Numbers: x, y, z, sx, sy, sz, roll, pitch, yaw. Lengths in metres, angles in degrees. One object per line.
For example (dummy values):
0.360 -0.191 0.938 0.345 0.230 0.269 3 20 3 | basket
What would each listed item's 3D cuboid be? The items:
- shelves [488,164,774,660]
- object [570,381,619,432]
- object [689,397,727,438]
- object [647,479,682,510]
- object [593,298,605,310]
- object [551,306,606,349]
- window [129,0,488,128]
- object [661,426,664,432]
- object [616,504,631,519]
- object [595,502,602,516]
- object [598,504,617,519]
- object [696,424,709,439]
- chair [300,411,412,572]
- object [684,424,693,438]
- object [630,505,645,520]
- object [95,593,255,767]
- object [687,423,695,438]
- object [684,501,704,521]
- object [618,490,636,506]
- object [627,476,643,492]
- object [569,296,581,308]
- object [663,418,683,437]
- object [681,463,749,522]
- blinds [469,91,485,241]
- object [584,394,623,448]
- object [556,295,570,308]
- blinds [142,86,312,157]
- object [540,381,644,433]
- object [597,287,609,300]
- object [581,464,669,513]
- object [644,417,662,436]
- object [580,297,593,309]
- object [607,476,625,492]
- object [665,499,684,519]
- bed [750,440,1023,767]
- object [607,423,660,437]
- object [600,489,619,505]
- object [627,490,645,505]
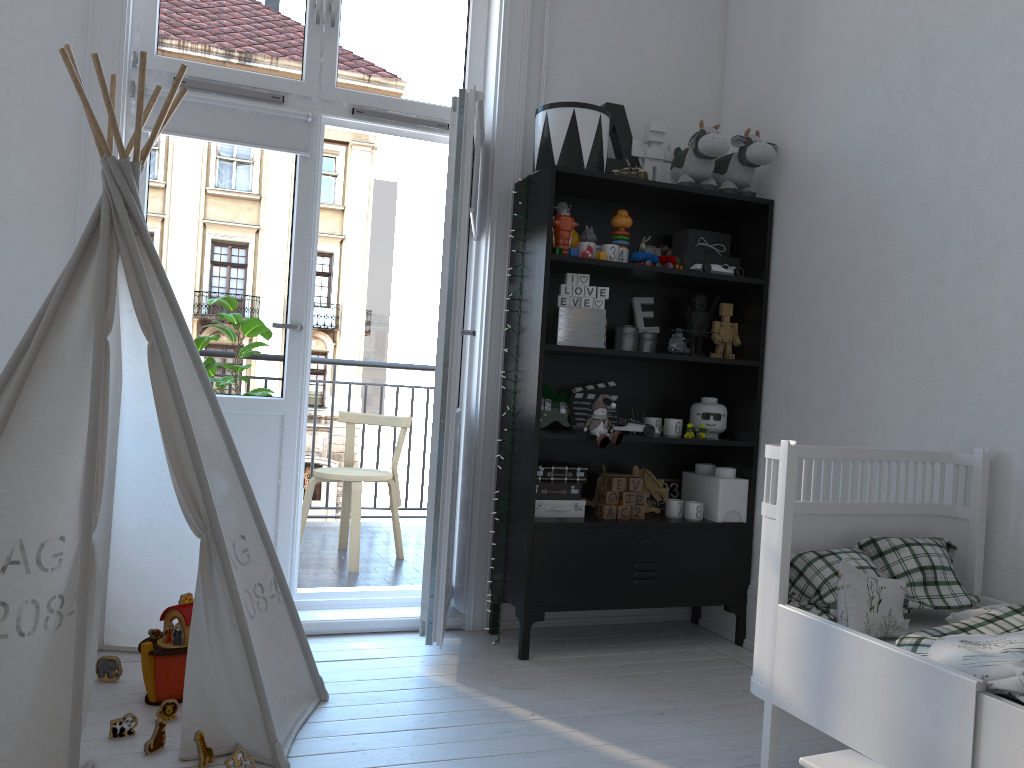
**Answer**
0.445 0.120 3.309 0.911 1.677 0.353 3 0 -21 | shelves
0.313 0.082 3.361 0.201 0.199 0.048 3 0 -21 | object
0.757 0.132 3.419 0.139 0.162 0.139 4 0 44 | object
0.544 0.436 3.520 0.347 0.120 0.034 4 0 -21 | object
0.307 -0.280 3.128 0.040 0.040 0.040 4 0 9 | object
0.236 -0.197 3.158 0.170 0.138 0.124 3 0 -6 | object
-0.683 -1.340 3.216 1.263 0.660 0.101 4 0 -21 | window
0.584 0.179 3.468 0.163 0.034 0.069 4 0 -21 | object
0.399 0.464 3.226 0.050 0.050 0.050 3 0 -16 | object
0.338 0.461 3.262 0.050 0.050 0.050 3 0 -21 | object
0.344 0.461 3.205 0.050 0.050 0.050 3 0 -21 | object
0.711 0.177 3.316 0.042 0.054 0.031 4 0 24 | object
-0.770 0.502 4.336 0.436 0.715 0.498 4 0 24 | chair
0.652 0.173 3.269 0.031 0.054 0.042 4 0 29 | object
0.461 0.468 3.251 0.050 0.050 0.050 4 0 9 | object
-0.826 0.737 2.292 0.385 0.284 0.856 3 0 -29 | object
0.672 0.175 3.333 0.042 0.054 0.031 3 0 -21 | object
0.676 0.472 3.297 0.067 0.067 0.067 3 0 -7 | object
0.416 0.416 3.232 0.050 0.050 0.050 3 0 -21 | object
0.452 0.368 3.259 0.050 0.050 0.050 3 0 -1 | object
0.216 -0.286 3.126 0.040 0.040 0.040 3 0 -16 | object
0.600 0.164 3.305 0.067 0.067 0.067 3 0 -7 | object
0.778 0.413 3.420 0.132 0.199 0.267 3 0 -21 | object
-0.120 -0.744 3.125 0.032 0.390 0.565 3 0 -1 | blinds
0.322 0.129 3.080 0.110 0.186 0.129 3 0 -34 | object
0.178 -0.288 3.114 0.040 0.040 0.040 3 0 -6 | object
-0.987 -0.913 3.089 0.565 0.158 0.032 4 0 -21 | blinds
0.264 0.111 3.371 0.542 0.239 0.093 4 0 -20 | object
0.321 -0.320 3.129 0.040 0.040 0.040 4 0 4 | object
0.435 0.402 3.382 0.337 0.186 0.111 4 0 -6 | object
0.528 0.159 3.327 0.067 0.067 0.067 3 0 -7 | object
0.261 -0.283 3.123 0.040 0.040 0.040 3 0 -6 | object
0.378 0.364 3.229 0.050 0.050 0.050 3 0 -21 | object
0.611 0.468 3.330 0.067 0.067 0.067 3 0 -7 | object
1.150 0.582 1.721 0.670 0.833 1.403 3 0 -21 | bed
0.424 0.163 3.246 0.230 0.048 0.098 3 0 4 | object
0.356 0.412 3.230 0.050 0.050 0.050 3 0 -21 | object
0.456 0.418 3.276 0.050 0.050 0.050 3 0 -21 | object
